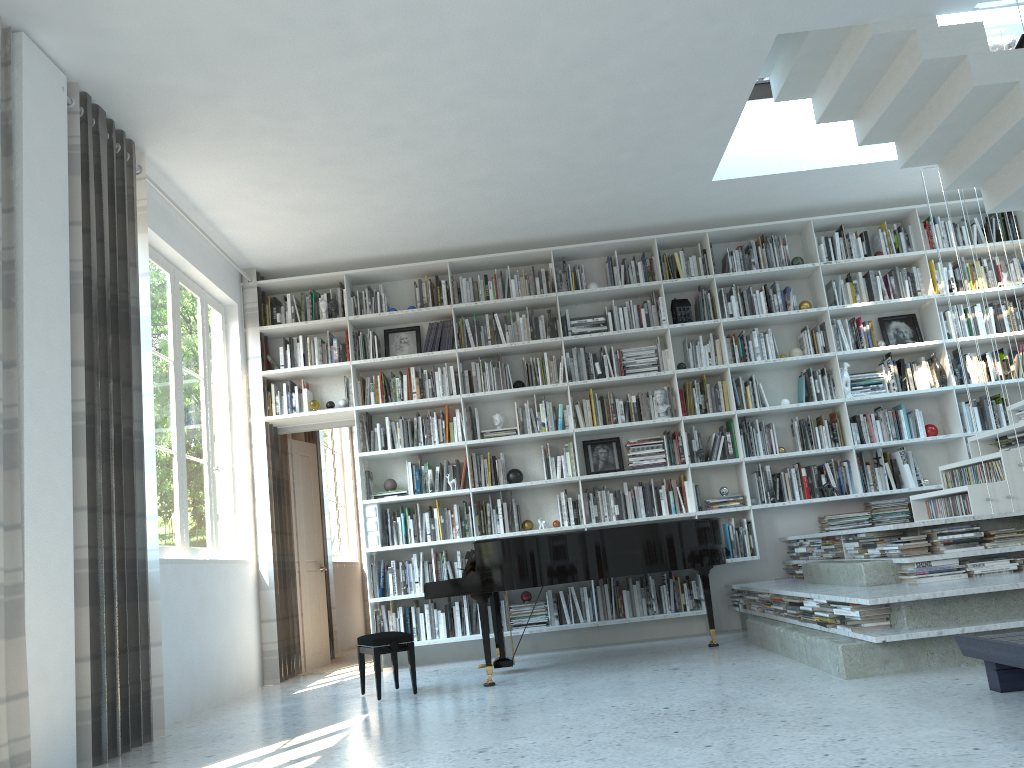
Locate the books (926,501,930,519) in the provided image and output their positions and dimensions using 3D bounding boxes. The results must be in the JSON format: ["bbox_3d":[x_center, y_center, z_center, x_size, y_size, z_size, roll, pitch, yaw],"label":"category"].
[{"bbox_3d":[2.864,0.843,5.972,0.125,0.125,0.008,-6,-11,1],"label":"books"}]

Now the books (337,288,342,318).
[{"bbox_3d":[-1.398,-0.625,7.302,0.022,0.286,0.175,-6,-11,1],"label":"books"}]

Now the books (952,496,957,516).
[{"bbox_3d":[2.852,0.764,5.588,0.125,0.125,0.008,-6,-11,1],"label":"books"}]

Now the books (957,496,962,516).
[{"bbox_3d":[2.850,0.752,5.527,0.125,0.125,0.008,-6,-11,1],"label":"books"}]

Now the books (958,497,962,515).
[{"bbox_3d":[2.850,0.750,5.520,0.125,0.125,0.007,-6,-11,1],"label":"books"}]

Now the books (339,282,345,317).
[{"bbox_3d":[-1.383,-0.653,7.302,0.014,0.337,0.168,-6,-11,1],"label":"books"}]

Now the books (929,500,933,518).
[{"bbox_3d":[2.863,0.833,5.924,0.125,0.125,0.008,-6,-11,1],"label":"books"}]

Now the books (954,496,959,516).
[{"bbox_3d":[2.851,0.759,5.565,0.125,0.125,0.009,-6,-11,1],"label":"books"}]

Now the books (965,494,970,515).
[{"bbox_3d":[2.846,0.730,5.421,0.125,0.125,0.008,-6,-11,1],"label":"books"}]

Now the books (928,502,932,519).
[{"bbox_3d":[2.863,0.837,5.946,0.125,0.125,0.007,-6,-11,1],"label":"books"}]

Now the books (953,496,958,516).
[{"bbox_3d":[2.851,0.761,5.573,0.125,0.125,0.008,-6,-11,1],"label":"books"}]

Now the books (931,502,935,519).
[{"bbox_3d":[2.862,0.828,5.899,0.125,0.125,0.009,-6,-11,1],"label":"books"}]

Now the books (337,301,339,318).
[{"bbox_3d":[-1.418,-0.573,7.293,0.028,0.184,0.168,-6,-11,1],"label":"books"}]

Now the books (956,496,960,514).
[{"bbox_3d":[2.850,0.755,5.542,0.125,0.125,0.008,-6,-11,1],"label":"books"}]

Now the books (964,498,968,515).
[{"bbox_3d":[2.847,0.734,5.443,0.125,0.125,0.007,-6,-11,1],"label":"books"}]

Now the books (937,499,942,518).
[{"bbox_3d":[2.859,0.808,5.802,0.125,0.125,0.007,-6,-11,1],"label":"books"}]

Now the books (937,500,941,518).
[{"bbox_3d":[2.859,0.809,5.809,0.125,0.125,0.008,-6,-11,1],"label":"books"}]

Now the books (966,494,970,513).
[{"bbox_3d":[2.846,0.728,5.413,0.125,0.125,0.008,-6,-11,1],"label":"books"}]

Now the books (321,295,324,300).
[{"bbox_3d":[-1.532,-0.591,7.289,0.025,0.243,0.168,-6,-11,1],"label":"books"}]

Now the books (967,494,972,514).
[{"bbox_3d":[2.846,0.724,5.394,0.125,0.125,0.010,-6,-11,1],"label":"books"}]

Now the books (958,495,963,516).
[{"bbox_3d":[2.849,0.749,5.512,0.125,0.125,0.008,-6,-11,1],"label":"books"}]

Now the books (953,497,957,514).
[{"bbox_3d":[2.852,0.763,5.581,0.125,0.125,0.007,-6,-11,1],"label":"books"}]

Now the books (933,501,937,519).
[{"bbox_3d":[2.861,0.822,5.869,0.125,0.125,0.008,-6,-11,1],"label":"books"}]

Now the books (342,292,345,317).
[{"bbox_3d":[-1.360,-0.616,7.300,0.025,0.259,0.138,-6,-11,1],"label":"books"}]

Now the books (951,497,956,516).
[{"bbox_3d":[2.852,0.767,5.603,0.125,0.125,0.008,-6,-11,1],"label":"books"}]

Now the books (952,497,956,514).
[{"bbox_3d":[2.852,0.766,5.595,0.125,0.125,0.008,-6,-11,1],"label":"books"}]

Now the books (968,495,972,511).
[{"bbox_3d":[2.845,0.723,5.386,0.125,0.125,0.008,-6,-11,1],"label":"books"}]

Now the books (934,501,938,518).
[{"bbox_3d":[2.860,0.818,5.854,0.125,0.125,0.008,-6,-11,1],"label":"books"}]

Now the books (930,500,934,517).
[{"bbox_3d":[2.862,0.829,5.907,0.125,0.125,0.007,-6,-11,1],"label":"books"}]

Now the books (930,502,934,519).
[{"bbox_3d":[2.862,0.831,5.916,0.125,0.125,0.010,-6,-11,1],"label":"books"}]

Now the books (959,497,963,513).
[{"bbox_3d":[2.849,0.747,5.502,0.125,0.125,0.011,-6,-11,1],"label":"books"}]

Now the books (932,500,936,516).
[{"bbox_3d":[2.861,0.823,5.876,0.125,0.125,0.008,-6,-11,1],"label":"books"}]

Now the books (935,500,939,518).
[{"bbox_3d":[2.860,0.815,5.838,0.125,0.125,0.007,-6,-11,1],"label":"books"}]

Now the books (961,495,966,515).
[{"bbox_3d":[2.848,0.740,5.471,0.125,0.125,0.010,-6,-11,1],"label":"books"}]

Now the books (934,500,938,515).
[{"bbox_3d":[2.860,0.817,5.846,0.125,0.125,0.008,-6,-11,1],"label":"books"}]

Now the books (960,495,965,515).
[{"bbox_3d":[2.849,0.743,5.487,0.125,0.125,0.008,-6,-11,1],"label":"books"}]

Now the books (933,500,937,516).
[{"bbox_3d":[2.861,0.820,5.861,0.125,0.125,0.008,-6,-11,1],"label":"books"}]

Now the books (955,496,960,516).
[{"bbox_3d":[2.851,0.756,5.550,0.125,0.125,0.010,-6,-11,1],"label":"books"}]

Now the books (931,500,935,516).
[{"bbox_3d":[2.862,0.826,5.892,0.125,0.125,0.009,-6,-11,1],"label":"books"}]

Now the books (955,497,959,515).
[{"bbox_3d":[2.851,0.758,5.557,0.125,0.125,0.010,-6,-11,1],"label":"books"}]

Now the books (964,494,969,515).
[{"bbox_3d":[2.847,0.733,5.436,0.125,0.125,0.007,-6,-11,1],"label":"books"}]

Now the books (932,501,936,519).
[{"bbox_3d":[2.861,0.825,5.884,0.125,0.125,0.007,-6,-11,1],"label":"books"}]

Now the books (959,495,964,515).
[{"bbox_3d":[2.849,0.745,5.495,0.125,0.125,0.011,-6,-11,1],"label":"books"}]

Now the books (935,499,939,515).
[{"bbox_3d":[2.860,0.814,5.831,0.125,0.125,0.007,-6,-11,1],"label":"books"}]

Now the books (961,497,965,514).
[{"bbox_3d":[2.848,0.742,5.479,0.125,0.125,0.008,-6,-11,1],"label":"books"}]

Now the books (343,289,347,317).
[{"bbox_3d":[-1.336,-0.623,7.263,0.024,0.251,0.235,-6,-11,1],"label":"books"}]

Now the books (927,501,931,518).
[{"bbox_3d":[2.864,0.839,5.954,0.125,0.125,0.009,-6,-11,1],"label":"books"}]

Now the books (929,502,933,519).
[{"bbox_3d":[2.863,0.834,5.931,0.125,0.125,0.008,-6,-11,1],"label":"books"}]

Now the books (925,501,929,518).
[{"bbox_3d":[2.865,0.846,5.987,0.125,0.125,0.007,-6,-11,1],"label":"books"}]

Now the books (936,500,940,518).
[{"bbox_3d":[2.859,0.812,5.824,0.125,0.125,0.007,-6,-11,1],"label":"books"}]

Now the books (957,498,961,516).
[{"bbox_3d":[2.850,0.753,5.534,0.125,0.125,0.008,-6,-11,1],"label":"books"}]

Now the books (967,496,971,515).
[{"bbox_3d":[2.846,0.726,5.404,0.125,0.125,0.010,-6,-11,1],"label":"books"}]

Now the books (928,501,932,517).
[{"bbox_3d":[2.863,0.836,5.938,0.125,0.125,0.007,-6,-11,1],"label":"books"}]

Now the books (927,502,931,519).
[{"bbox_3d":[2.864,0.841,5.963,0.125,0.125,0.010,-6,-11,1],"label":"books"}]

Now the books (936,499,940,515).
[{"bbox_3d":[2.859,0.811,5.816,0.125,0.125,0.008,-6,-11,1],"label":"books"}]

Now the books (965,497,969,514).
[{"bbox_3d":[2.847,0.732,5.429,0.125,0.125,0.007,-6,-11,1],"label":"books"}]

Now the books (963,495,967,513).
[{"bbox_3d":[2.847,0.736,5.451,0.125,0.125,0.008,-6,-11,1],"label":"books"}]

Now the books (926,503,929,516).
[{"bbox_3d":[2.864,0.844,5.979,0.125,0.125,0.008,-6,-11,1],"label":"books"}]

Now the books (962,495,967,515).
[{"bbox_3d":[2.848,0.738,5.462,0.125,0.125,0.012,-6,-11,1],"label":"books"}]
